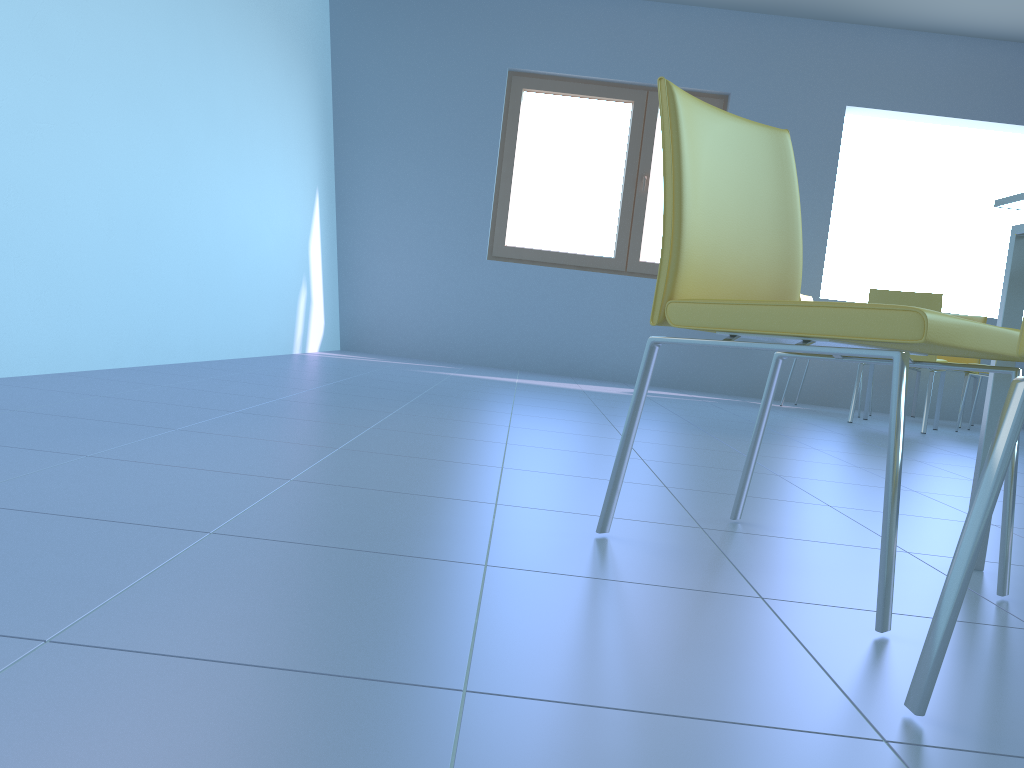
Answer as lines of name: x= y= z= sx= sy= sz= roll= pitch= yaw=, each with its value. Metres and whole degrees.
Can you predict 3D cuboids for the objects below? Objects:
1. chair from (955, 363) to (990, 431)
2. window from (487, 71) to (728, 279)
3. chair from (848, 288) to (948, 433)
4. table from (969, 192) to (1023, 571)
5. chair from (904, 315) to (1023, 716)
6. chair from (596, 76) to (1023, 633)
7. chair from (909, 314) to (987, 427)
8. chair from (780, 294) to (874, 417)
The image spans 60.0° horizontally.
chair: x=2.769 y=-0.051 z=4.834 sx=0.484 sy=0.699 sz=0.387 roll=9 pitch=5 yaw=36
window: x=0.635 y=-1.376 z=5.943 sx=1.475 sy=1.263 sz=0.142 roll=7 pitch=4 yaw=0
chair: x=2.053 y=-0.124 z=4.666 sx=0.387 sy=0.695 sz=0.484 roll=9 pitch=5 yaw=31
table: x=1.082 y=0.082 z=0.837 sx=0.730 sy=0.590 sz=1.173 roll=7 pitch=4 yaw=0
chair: x=0.620 y=-0.014 z=0.607 sx=0.484 sy=0.695 sz=0.387 roll=6 pitch=4 yaw=-2
chair: x=0.451 y=-0.081 z=1.301 sx=0.387 sy=0.695 sz=0.484 roll=3 pitch=5 yaw=-41
chair: x=2.691 y=-0.110 z=5.540 sx=0.387 sy=0.695 sz=0.484 roll=9 pitch=5 yaw=36
chair: x=1.944 y=-0.186 z=5.387 sx=0.484 sy=0.695 sz=0.387 roll=9 pitch=5 yaw=31
